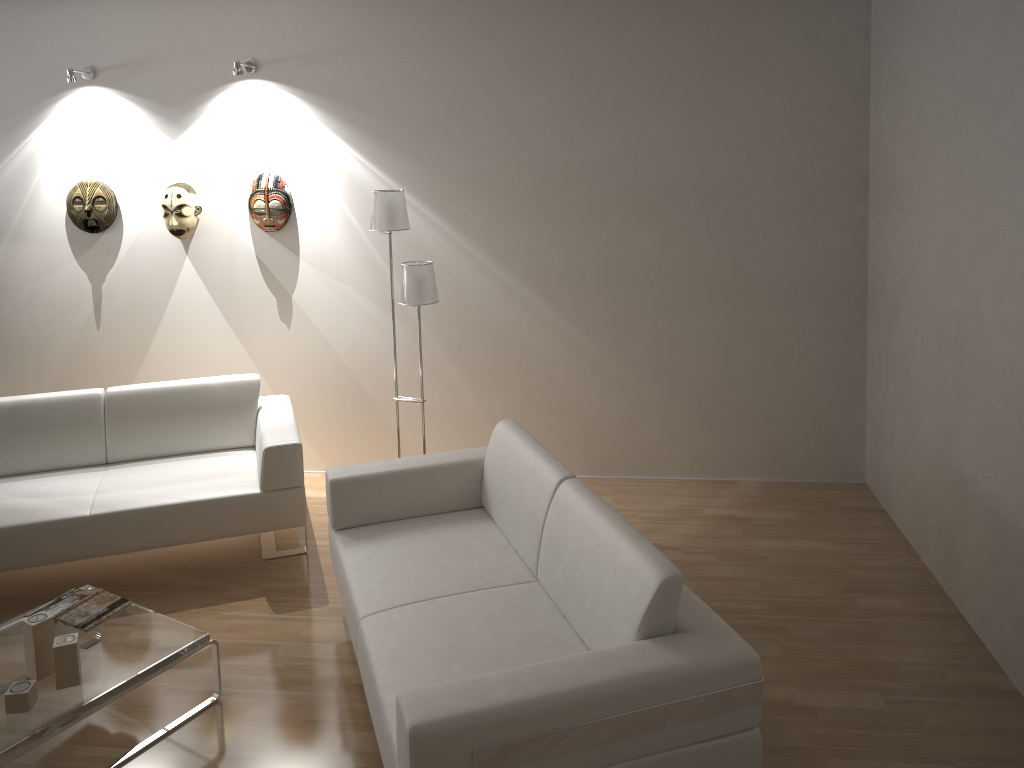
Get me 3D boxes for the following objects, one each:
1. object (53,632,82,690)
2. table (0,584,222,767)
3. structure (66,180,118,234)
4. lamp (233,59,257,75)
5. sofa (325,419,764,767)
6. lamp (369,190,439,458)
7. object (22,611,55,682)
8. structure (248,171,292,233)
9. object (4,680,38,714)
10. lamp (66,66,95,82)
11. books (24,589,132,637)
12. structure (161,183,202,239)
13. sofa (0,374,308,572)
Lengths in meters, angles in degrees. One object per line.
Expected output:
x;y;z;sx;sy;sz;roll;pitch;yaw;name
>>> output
-1.363;0.842;2.684;0.067;0.148;0.068;-5;8;-22;object
-1.503;1.007;2.840;0.704;0.244;0.812;7;16;31;table
-2.464;-1.032;5.101;0.317;0.310;0.070;0;6;8;structure
-1.489;-1.755;4.847;0.080;0.106;0.196;0;13;7;lamp
-0.065;0.702;2.904;0.909;0.722;1.824;-5;14;-17;sofa
-0.527;-0.147;4.428;0.366;1.638;0.212;2;7;27;lamp
-1.472;0.810;2.730;0.067;0.193;0.068;3;8;32;object
-1.389;-1.032;4.969;0.264;0.348;0.076;0;6;7;structure
-1.441;0.912;2.571;0.067;0.073;0.069;-3;10;-7;object
-2.460;-1.760;4.971;0.080;0.106;0.196;0;13;7;lamp
-1.518;0.792;3.071;0.292;0.055;0.209;4;15;22;books
-1.917;-0.986;5.010;0.243;0.323;0.132;0;7;8;structure
-1.904;0.449;4.074;1.788;0.724;0.926;-6;12;-17;sofa
